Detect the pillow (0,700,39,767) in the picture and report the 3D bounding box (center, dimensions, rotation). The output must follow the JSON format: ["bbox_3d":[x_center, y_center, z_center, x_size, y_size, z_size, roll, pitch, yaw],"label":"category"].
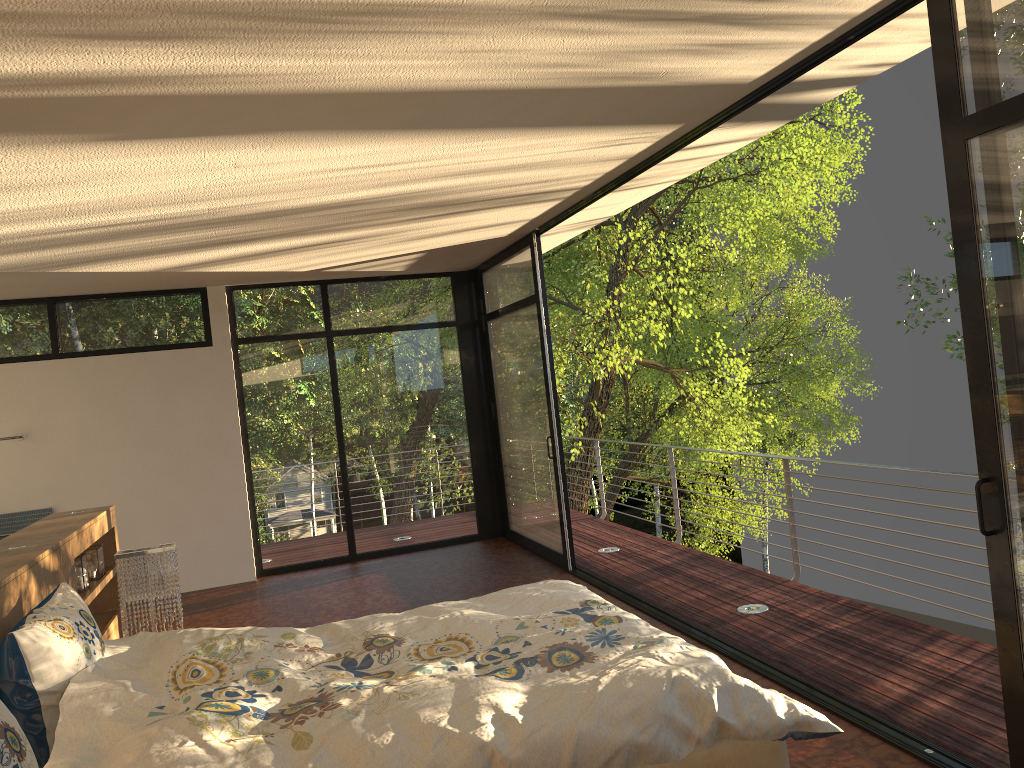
[{"bbox_3d":[-1.238,0.919,1.976,0.273,0.404,0.590,-6,0,-15],"label":"pillow"}]

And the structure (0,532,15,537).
[{"bbox_3d":[-3.960,1.158,6.744,0.515,0.021,0.194,-6,0,-19],"label":"structure"}]

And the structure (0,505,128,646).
[{"bbox_3d":[-1.555,1.108,2.200,0.314,0.974,5.674,-6,0,-16],"label":"structure"}]

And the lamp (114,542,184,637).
[{"bbox_3d":[-1.609,1.097,3.999,0.266,0.730,0.159,-6,0,-18],"label":"lamp"}]

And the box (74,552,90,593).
[{"bbox_3d":[-2.120,0.915,4.261,0.119,0.171,0.122,-6,0,-18],"label":"box"}]

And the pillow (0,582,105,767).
[{"bbox_3d":[-1.443,0.899,2.801,0.257,0.439,0.609,-6,0,-13],"label":"pillow"}]

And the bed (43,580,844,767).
[{"bbox_3d":[-0.395,1.115,2.735,2.200,0.712,1.790,-6,0,-18],"label":"bed"}]

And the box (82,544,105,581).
[{"bbox_3d":[-2.199,0.929,4.574,0.137,0.156,0.154,-6,0,-17],"label":"box"}]

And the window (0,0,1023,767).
[{"bbox_3d":[-2.024,0.385,2.354,6.991,2.514,10.093,-6,0,-18],"label":"window"}]

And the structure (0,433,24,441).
[{"bbox_3d":[-4.038,0.436,6.747,0.550,0.056,0.194,-6,0,-19],"label":"structure"}]
